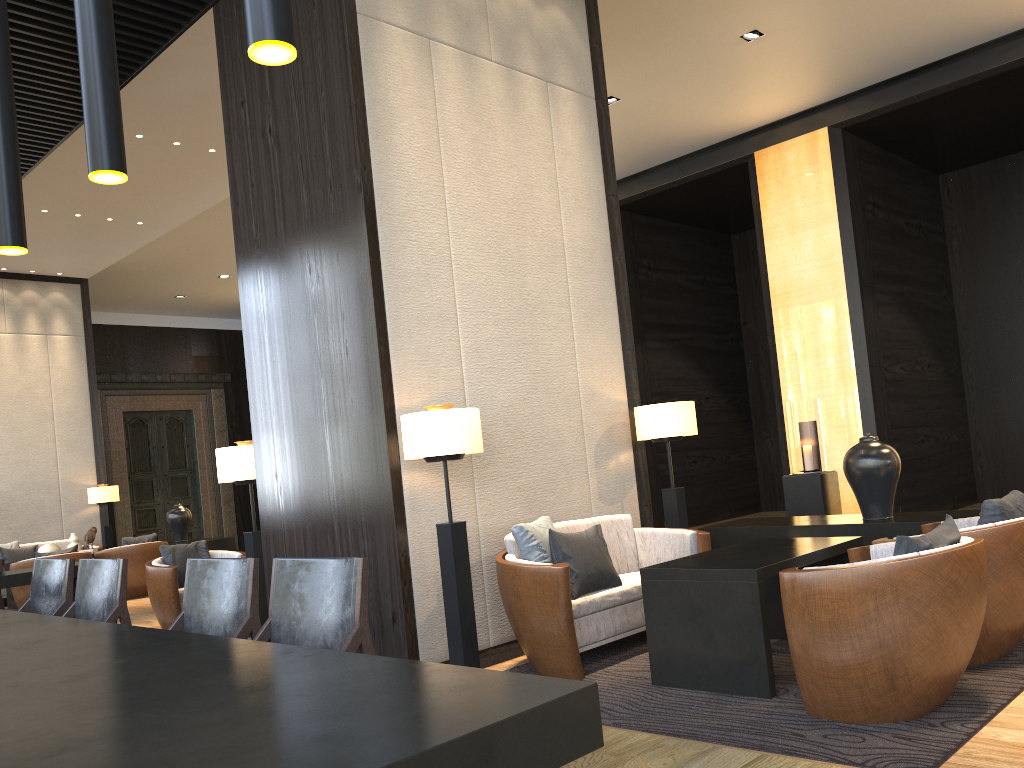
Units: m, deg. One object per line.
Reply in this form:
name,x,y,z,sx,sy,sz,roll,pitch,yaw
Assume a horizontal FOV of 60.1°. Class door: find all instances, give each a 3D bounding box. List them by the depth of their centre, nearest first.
door,-6.250,1.815,15.801,0.052,2.691,1.285,-8,-3,44

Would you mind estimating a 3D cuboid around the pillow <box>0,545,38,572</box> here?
pillow,-5.944,2.116,10.690,0.220,0.360,0.471,-8,-5,40

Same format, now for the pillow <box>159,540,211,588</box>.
pillow,-2.597,1.444,7.091,0.223,0.361,0.398,-9,-5,44

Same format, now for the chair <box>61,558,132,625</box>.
chair,-1.789,1.131,3.509,0.528,0.825,0.562,-9,-4,44

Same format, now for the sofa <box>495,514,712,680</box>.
sofa,0.489,1.082,4.765,0.605,0.691,1.447,-9,-6,44

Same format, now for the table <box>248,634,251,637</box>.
table,-1.527,1.557,6.721,0.578,0.516,1.041,-10,-6,44

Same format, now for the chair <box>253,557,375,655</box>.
chair,-0.656,0.912,2.407,0.528,0.825,0.562,-9,-4,44

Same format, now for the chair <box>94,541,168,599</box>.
chair,-4.255,2.108,10.029,0.608,0.603,0.803,-9,-5,44

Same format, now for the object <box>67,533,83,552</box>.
object,-5.199,1.900,10.518,0.174,0.257,0.175,-4,-3,-26

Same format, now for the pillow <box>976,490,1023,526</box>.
pillow,2.100,0.657,3.829,0.223,0.361,0.398,-9,-5,44

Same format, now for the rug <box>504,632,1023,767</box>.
rug,1.119,1.299,4.092,2.251,0.008,2.038,-11,-7,44

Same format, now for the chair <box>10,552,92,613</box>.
chair,-4.849,2.110,9.414,0.608,0.603,0.803,-9,-5,44

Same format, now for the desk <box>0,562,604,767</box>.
desk,0.701,0.631,0.569,28.858,0.758,1.778,-11,-7,44

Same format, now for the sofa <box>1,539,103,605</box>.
sofa,-5.805,2.302,10.891,0.605,0.691,1.447,-9,-6,44

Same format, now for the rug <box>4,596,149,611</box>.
rug,-5.206,2.525,10.248,2.251,0.008,2.038,-11,-7,44

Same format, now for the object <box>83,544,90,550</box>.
object,-5.104,1.972,10.603,0.091,0.111,0.092,-6,-3,6

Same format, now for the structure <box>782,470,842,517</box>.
structure,3.050,1.224,8.961,0.404,0.656,0.401,-9,-4,44

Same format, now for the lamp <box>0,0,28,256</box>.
lamp,-1.164,-1.475,1.882,0.060,2.415,0.060,-7,-3,39

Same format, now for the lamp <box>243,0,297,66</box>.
lamp,-0.427,-1.618,1.165,0.060,2.415,0.060,-7,-3,39

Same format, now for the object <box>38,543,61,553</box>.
object,-5.389,1.947,10.315,0.245,0.167,0.246,-6,-4,2

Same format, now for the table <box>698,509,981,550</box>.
table,2.093,1.035,5.135,1.969,0.512,0.619,-11,-6,44

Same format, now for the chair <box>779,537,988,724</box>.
chair,1.445,0.891,3.288,0.608,0.603,0.803,-9,-5,44

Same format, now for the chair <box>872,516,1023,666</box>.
chair,2.038,0.888,3.904,0.608,0.603,0.803,-9,-5,44

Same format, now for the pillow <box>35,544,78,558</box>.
pillow,-4.788,1.883,9.336,0.441,0.337,0.206,-2,-4,-39

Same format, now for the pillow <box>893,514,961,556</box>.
pillow,1.506,0.663,3.210,0.441,0.337,0.206,-2,-4,-39

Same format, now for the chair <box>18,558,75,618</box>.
chair,-2.199,1.211,3.908,0.528,0.825,0.562,-9,-4,44

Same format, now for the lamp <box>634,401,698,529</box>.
lamp,1.017,0.784,5.515,0.375,1.316,0.376,-6,-2,-2

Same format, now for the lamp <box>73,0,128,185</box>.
lamp,-0.801,-1.546,1.530,0.060,2.415,0.060,-7,-3,39

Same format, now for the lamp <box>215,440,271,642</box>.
lamp,-1.566,1.024,5.432,0.374,1.348,0.376,-5,-2,-17

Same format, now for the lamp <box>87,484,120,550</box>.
lamp,-5.362,2.004,11.723,0.375,1.348,0.375,-6,-2,1

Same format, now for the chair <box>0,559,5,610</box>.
chair,-2.922,1.351,4.612,0.528,0.825,0.562,-9,-4,44

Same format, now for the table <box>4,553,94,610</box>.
table,-5.246,2.278,10.341,0.578,0.516,1.041,-10,-6,44

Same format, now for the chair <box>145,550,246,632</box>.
chair,-2.491,1.642,7.001,0.608,0.603,0.803,-9,-5,44

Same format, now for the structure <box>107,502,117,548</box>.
structure,-5.777,2.191,12.552,0.241,1.215,0.240,-8,-3,44

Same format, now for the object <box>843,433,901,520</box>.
object,2.075,0.527,5.089,0.312,0.491,0.311,-7,-3,25

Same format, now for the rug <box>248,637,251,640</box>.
rug,-1.538,1.813,6.678,2.251,0.008,1.955,-11,-7,44

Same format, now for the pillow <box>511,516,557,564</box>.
pillow,0.167,0.898,4.601,0.201,0.398,0.433,-7,-4,22

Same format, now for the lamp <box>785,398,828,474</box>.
lamp,2.983,0.529,8.983,0.337,0.727,0.337,-7,-3,17

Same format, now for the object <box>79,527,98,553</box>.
object,-5.017,1.855,10.510,0.174,0.308,0.229,-6,-3,0

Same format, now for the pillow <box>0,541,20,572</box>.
pillow,-6.127,2.118,10.726,0.201,0.398,0.433,-7,-4,22

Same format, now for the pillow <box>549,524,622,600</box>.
pillow,0.349,0.896,4.565,0.220,0.360,0.471,-8,-5,40

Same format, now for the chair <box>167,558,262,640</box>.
chair,-1.066,0.991,2.806,0.528,0.825,0.562,-9,-4,44

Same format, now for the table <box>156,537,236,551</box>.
table,-4.263,2.267,11.321,1.969,0.512,0.619,-11,-6,44

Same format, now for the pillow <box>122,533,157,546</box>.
pillow,-4.194,1.876,9.954,0.223,0.361,0.398,-9,-5,44

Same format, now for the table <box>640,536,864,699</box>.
table,1.160,1.037,4.107,0.578,0.516,1.041,-10,-6,44

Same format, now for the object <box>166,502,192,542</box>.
object,-4.212,1.745,11.208,0.312,0.491,0.311,-8,-4,32

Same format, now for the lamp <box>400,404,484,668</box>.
lamp,-0.276,0.774,4.176,0.376,1.348,0.374,-7,-3,34
